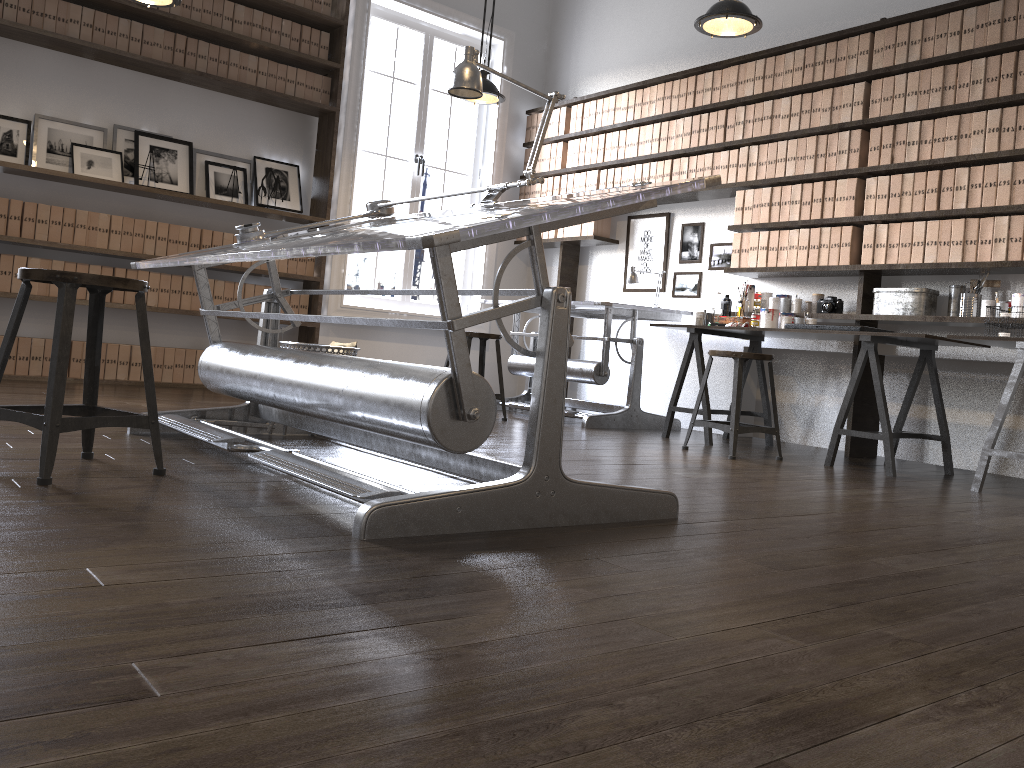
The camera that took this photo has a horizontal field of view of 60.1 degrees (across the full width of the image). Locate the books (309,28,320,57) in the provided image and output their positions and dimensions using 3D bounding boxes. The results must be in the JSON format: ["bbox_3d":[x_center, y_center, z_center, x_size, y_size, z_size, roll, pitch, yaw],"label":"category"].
[{"bbox_3d":[-1.461,-2.428,6.387,0.066,0.226,0.175,6,0,-38],"label":"books"}]

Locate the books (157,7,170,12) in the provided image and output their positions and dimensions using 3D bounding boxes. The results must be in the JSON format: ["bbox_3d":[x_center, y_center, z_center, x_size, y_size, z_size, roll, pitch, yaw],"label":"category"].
[{"bbox_3d":[-2.274,-2.477,5.738,0.067,0.226,0.175,6,0,-38],"label":"books"}]

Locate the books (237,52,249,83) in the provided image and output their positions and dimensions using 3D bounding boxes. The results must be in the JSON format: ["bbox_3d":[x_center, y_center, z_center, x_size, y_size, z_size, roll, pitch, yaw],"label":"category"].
[{"bbox_3d":[-1.877,-2.141,6.073,0.066,0.226,0.175,6,0,-38],"label":"books"}]

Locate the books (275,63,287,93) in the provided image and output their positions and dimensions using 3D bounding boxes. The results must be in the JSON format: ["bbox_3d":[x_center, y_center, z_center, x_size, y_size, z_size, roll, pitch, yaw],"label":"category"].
[{"bbox_3d":[-1.663,-2.127,6.245,0.066,0.226,0.175,6,0,-38],"label":"books"}]

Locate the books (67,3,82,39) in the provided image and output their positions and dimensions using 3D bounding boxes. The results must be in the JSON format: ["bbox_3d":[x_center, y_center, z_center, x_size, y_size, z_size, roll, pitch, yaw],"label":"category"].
[{"bbox_3d":[-2.699,-2.191,5.422,0.066,0.226,0.175,6,0,-38],"label":"books"}]

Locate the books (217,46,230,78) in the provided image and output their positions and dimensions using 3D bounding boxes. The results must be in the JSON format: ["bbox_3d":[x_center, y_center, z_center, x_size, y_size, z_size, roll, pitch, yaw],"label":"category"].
[{"bbox_3d":[-1.983,-2.147,5.991,0.066,0.226,0.175,6,0,-38],"label":"books"}]

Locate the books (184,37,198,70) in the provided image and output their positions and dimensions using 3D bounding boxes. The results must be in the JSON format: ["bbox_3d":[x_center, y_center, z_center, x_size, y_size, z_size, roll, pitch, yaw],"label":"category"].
[{"bbox_3d":[-2.150,-2.157,5.860,0.066,0.226,0.175,6,0,-38],"label":"books"}]

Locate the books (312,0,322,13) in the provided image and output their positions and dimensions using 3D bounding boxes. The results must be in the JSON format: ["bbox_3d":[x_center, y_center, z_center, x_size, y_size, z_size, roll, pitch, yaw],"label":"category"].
[{"bbox_3d":[-1.437,-2.745,6.388,0.066,0.226,0.175,6,0,-38],"label":"books"}]

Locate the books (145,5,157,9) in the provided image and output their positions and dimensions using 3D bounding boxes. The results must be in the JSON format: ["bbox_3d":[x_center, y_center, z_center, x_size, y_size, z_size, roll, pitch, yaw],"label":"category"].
[{"bbox_3d":[-2.334,-2.481,5.694,0.066,0.226,0.175,6,0,-38],"label":"books"}]

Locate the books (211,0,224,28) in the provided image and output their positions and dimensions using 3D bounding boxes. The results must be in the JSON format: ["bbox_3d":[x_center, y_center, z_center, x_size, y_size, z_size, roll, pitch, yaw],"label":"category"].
[{"bbox_3d":[-2.009,-2.461,5.952,0.066,0.226,0.175,6,0,-38],"label":"books"}]

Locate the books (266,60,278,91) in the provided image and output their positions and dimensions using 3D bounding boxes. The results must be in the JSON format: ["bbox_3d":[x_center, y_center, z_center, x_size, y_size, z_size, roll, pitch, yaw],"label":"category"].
[{"bbox_3d":[-1.716,-2.131,6.200,0.066,0.226,0.175,6,0,-38],"label":"books"}]

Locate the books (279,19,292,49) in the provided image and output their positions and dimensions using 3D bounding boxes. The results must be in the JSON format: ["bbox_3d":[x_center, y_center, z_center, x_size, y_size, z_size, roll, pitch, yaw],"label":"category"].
[{"bbox_3d":[-1.631,-2.438,6.247,0.066,0.226,0.175,6,0,-38],"label":"books"}]

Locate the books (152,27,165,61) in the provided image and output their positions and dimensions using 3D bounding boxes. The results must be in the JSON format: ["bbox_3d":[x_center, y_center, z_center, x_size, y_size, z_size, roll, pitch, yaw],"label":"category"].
[{"bbox_3d":[-2.316,-2.168,5.725,0.066,0.226,0.175,6,0,-38],"label":"books"}]

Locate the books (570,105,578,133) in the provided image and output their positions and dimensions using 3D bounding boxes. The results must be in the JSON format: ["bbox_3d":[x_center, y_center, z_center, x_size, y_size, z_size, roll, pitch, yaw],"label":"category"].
[{"bbox_3d":[0.548,-2.065,6.983,0.174,0.226,0.067,5,-1,-38],"label":"books"}]

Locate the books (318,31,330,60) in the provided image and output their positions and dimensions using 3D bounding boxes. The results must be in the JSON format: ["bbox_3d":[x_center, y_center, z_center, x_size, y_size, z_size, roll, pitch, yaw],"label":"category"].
[{"bbox_3d":[-1.400,-2.424,6.432,0.066,0.226,0.175,6,0,-38],"label":"books"}]

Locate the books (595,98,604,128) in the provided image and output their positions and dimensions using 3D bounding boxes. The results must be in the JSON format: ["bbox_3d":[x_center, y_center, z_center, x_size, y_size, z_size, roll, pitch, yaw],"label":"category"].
[{"bbox_3d":[0.727,-2.041,6.754,0.174,0.226,0.067,5,-1,-38],"label":"books"}]

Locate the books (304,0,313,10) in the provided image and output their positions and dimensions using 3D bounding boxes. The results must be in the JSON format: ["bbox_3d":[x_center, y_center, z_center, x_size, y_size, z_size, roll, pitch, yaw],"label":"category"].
[{"bbox_3d":[-1.493,-2.749,6.344,0.066,0.226,0.175,6,0,-38],"label":"books"}]

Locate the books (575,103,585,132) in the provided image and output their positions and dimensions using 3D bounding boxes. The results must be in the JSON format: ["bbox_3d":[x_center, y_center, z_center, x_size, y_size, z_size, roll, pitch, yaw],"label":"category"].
[{"bbox_3d":[0.589,-2.059,6.922,0.174,0.226,0.067,5,-1,-38],"label":"books"}]

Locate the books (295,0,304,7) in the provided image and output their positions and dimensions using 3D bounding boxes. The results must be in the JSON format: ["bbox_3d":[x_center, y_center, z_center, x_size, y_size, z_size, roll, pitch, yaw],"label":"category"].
[{"bbox_3d":[-1.542,-2.752,6.298,0.067,0.226,0.175,6,0,-38],"label":"books"}]

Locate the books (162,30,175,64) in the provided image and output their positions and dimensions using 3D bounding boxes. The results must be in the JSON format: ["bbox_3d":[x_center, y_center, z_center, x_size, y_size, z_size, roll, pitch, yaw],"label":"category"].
[{"bbox_3d":[-2.266,-2.164,5.768,0.066,0.226,0.175,6,0,-38],"label":"books"}]

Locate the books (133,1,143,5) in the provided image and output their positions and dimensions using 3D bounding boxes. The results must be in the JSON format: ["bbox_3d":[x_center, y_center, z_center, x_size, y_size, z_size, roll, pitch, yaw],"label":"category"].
[{"bbox_3d":[-2.388,-2.484,5.646,0.066,0.226,0.175,6,0,-38],"label":"books"}]

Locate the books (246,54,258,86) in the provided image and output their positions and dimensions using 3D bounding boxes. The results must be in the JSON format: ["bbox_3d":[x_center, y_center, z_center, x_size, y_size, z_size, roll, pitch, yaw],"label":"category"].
[{"bbox_3d":[-1.827,-2.137,6.110,0.066,0.226,0.175,6,0,-38],"label":"books"}]

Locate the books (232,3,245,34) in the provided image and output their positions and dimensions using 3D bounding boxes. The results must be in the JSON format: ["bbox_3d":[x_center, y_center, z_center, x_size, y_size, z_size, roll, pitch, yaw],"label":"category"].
[{"bbox_3d":[-1.897,-2.454,6.039,0.066,0.226,0.175,6,0,-38],"label":"books"}]

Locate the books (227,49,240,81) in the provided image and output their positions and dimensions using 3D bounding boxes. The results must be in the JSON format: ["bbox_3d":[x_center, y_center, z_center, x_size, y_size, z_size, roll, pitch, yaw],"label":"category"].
[{"bbox_3d":[-1.926,-2.143,6.028,0.067,0.226,0.175,6,0,-38],"label":"books"}]

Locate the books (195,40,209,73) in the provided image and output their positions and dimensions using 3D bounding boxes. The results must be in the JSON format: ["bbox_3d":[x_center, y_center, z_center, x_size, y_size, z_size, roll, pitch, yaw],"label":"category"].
[{"bbox_3d":[-2.091,-2.154,5.900,0.066,0.226,0.175,6,0,-38],"label":"books"}]

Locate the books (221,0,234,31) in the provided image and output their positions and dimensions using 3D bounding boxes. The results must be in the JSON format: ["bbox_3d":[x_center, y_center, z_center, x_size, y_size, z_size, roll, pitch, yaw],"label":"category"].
[{"bbox_3d":[-1.952,-2.458,5.993,0.067,0.226,0.175,6,0,-38],"label":"books"}]

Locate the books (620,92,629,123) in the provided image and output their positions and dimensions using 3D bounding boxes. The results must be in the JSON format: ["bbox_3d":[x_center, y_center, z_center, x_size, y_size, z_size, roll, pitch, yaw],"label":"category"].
[{"bbox_3d":[0.890,-2.019,6.542,0.174,0.226,0.067,5,-1,-38],"label":"books"}]

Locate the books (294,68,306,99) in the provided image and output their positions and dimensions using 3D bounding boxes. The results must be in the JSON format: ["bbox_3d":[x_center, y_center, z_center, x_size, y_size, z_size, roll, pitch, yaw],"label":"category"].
[{"bbox_3d":[-1.547,-2.120,6.327,0.066,0.226,0.175,6,0,-38],"label":"books"}]

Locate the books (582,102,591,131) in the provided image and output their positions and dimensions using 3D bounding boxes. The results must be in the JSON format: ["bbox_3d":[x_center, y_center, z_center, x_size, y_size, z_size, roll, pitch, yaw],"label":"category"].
[{"bbox_3d":[0.640,-2.052,6.866,0.174,0.226,0.067,5,-1,-38],"label":"books"}]

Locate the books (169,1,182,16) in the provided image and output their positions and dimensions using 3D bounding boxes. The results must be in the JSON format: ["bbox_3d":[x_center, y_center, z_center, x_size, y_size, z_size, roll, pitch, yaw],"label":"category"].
[{"bbox_3d":[-2.219,-2.474,5.784,0.066,0.226,0.175,6,0,-38],"label":"books"}]

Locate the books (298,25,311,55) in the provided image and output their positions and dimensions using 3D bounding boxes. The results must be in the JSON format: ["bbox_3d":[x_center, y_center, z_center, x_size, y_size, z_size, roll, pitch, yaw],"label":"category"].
[{"bbox_3d":[-1.516,-2.431,6.337,0.067,0.226,0.175,6,0,-38],"label":"books"}]

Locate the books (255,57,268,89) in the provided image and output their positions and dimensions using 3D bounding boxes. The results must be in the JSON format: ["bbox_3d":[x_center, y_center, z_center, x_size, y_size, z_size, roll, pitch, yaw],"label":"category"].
[{"bbox_3d":[-1.769,-2.134,6.153,0.067,0.226,0.175,6,0,-38],"label":"books"}]

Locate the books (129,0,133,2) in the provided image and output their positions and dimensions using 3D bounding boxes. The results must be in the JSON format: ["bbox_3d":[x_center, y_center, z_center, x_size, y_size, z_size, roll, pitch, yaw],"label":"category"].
[{"bbox_3d":[-2.445,-2.488,5.602,0.067,0.226,0.175,6,0,-38],"label":"books"}]

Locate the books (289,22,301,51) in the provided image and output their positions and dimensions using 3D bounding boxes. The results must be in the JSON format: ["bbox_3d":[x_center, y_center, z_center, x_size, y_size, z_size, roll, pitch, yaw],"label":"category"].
[{"bbox_3d":[-1.578,-2.435,6.295,0.066,0.226,0.175,6,0,-38],"label":"books"}]

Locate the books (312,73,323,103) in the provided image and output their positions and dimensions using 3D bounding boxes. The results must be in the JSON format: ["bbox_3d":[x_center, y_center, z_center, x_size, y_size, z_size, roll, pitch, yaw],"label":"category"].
[{"bbox_3d":[-1.448,-2.114,6.410,0.066,0.226,0.175,6,0,-38],"label":"books"}]

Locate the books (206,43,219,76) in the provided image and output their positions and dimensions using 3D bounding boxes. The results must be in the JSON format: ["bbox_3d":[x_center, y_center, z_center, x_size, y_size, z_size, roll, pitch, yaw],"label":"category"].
[{"bbox_3d":[-2.038,-2.150,5.947,0.066,0.226,0.175,6,0,-38],"label":"books"}]

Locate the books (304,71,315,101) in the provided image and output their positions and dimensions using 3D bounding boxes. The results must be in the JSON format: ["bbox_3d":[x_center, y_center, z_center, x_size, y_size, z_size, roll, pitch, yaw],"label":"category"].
[{"bbox_3d":[-1.495,-2.117,6.368,0.067,0.226,0.175,6,0,-38],"label":"books"}]

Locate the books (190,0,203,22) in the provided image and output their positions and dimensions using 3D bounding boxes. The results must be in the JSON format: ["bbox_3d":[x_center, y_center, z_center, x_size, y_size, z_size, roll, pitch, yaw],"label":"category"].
[{"bbox_3d":[-2.116,-2.467,5.862,0.067,0.226,0.175,6,0,-38],"label":"books"}]

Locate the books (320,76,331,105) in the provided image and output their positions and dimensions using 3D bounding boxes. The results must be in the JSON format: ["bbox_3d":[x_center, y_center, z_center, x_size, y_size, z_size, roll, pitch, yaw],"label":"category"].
[{"bbox_3d":[-1.394,-2.111,6.454,0.066,0.226,0.175,6,0,-38],"label":"books"}]

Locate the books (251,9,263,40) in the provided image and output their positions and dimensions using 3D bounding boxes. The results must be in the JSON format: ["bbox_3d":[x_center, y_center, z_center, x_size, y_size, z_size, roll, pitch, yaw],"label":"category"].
[{"bbox_3d":[-1.793,-2.448,6.117,0.067,0.226,0.175,6,0,-38],"label":"books"}]

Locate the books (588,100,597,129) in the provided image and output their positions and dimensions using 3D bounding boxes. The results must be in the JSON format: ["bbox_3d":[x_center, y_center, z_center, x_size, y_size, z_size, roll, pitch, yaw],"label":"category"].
[{"bbox_3d":[0.680,-2.047,6.807,0.174,0.226,0.067,5,-1,-38],"label":"books"}]

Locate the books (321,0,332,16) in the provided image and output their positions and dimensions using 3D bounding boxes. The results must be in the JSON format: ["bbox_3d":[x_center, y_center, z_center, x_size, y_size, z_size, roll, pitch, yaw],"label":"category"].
[{"bbox_3d":[-1.379,-2.742,6.429,0.066,0.226,0.175,6,0,-38],"label":"books"}]

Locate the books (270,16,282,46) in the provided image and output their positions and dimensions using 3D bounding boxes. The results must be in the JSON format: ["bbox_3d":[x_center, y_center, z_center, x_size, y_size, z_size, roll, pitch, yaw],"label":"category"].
[{"bbox_3d":[-1.689,-2.442,6.207,0.066,0.226,0.175,6,0,-38],"label":"books"}]

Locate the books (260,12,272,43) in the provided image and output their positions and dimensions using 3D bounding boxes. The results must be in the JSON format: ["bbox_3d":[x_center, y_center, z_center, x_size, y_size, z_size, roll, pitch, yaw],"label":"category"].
[{"bbox_3d":[-1.744,-2.445,6.163,0.066,0.226,0.175,6,0,-38],"label":"books"}]

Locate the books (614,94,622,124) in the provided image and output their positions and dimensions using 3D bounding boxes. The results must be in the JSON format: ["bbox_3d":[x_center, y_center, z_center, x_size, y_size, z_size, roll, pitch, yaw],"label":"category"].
[{"bbox_3d":[0.852,-2.024,6.592,0.174,0.226,0.067,5,-1,-38],"label":"books"}]

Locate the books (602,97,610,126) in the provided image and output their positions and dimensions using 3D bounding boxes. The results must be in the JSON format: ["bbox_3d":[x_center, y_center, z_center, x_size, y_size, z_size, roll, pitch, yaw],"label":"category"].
[{"bbox_3d":[0.771,-2.035,6.698,0.174,0.226,0.067,5,-1,-38],"label":"books"}]

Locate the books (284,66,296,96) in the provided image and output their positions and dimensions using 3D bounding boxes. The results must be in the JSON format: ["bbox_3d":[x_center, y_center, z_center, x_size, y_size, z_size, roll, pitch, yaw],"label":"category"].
[{"bbox_3d":[-1.606,-2.124,6.285,0.066,0.226,0.175,6,0,-38],"label":"books"}]

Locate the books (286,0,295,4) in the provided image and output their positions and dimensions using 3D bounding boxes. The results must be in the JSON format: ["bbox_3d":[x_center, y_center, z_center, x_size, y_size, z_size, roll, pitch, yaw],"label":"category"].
[{"bbox_3d":[-1.597,-2.755,6.261,0.066,0.226,0.175,6,0,-38],"label":"books"}]

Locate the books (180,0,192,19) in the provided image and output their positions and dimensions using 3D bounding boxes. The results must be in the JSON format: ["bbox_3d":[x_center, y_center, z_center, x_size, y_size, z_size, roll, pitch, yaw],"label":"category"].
[{"bbox_3d":[-2.171,-2.471,5.825,0.066,0.226,0.175,6,0,-38],"label":"books"}]

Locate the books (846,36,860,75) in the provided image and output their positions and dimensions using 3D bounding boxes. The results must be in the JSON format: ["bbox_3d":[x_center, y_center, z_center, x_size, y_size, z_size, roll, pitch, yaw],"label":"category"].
[{"bbox_3d":[2.011,-1.869,5.111,0.174,0.226,0.067,5,-1,-38],"label":"books"}]

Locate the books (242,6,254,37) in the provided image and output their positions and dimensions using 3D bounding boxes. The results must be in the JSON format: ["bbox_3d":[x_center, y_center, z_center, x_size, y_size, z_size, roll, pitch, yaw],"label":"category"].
[{"bbox_3d":[-1.848,-2.451,6.079,0.066,0.226,0.175,6,0,-38],"label":"books"}]

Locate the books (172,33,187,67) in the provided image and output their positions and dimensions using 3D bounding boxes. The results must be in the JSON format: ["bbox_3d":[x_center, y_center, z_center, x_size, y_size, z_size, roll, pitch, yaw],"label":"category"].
[{"bbox_3d":[-2.205,-2.161,5.809,0.067,0.226,0.175,6,0,-38],"label":"books"}]

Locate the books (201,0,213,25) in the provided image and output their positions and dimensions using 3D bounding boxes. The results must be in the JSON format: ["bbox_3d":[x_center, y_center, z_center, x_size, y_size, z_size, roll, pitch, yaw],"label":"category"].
[{"bbox_3d":[-2.065,-2.465,5.911,0.066,0.226,0.175,6,0,-38],"label":"books"}]

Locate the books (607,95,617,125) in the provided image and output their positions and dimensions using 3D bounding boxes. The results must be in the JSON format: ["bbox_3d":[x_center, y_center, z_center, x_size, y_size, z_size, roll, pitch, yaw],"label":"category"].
[{"bbox_3d":[0.807,-2.030,6.642,0.174,0.226,0.067,5,-1,-38],"label":"books"}]
